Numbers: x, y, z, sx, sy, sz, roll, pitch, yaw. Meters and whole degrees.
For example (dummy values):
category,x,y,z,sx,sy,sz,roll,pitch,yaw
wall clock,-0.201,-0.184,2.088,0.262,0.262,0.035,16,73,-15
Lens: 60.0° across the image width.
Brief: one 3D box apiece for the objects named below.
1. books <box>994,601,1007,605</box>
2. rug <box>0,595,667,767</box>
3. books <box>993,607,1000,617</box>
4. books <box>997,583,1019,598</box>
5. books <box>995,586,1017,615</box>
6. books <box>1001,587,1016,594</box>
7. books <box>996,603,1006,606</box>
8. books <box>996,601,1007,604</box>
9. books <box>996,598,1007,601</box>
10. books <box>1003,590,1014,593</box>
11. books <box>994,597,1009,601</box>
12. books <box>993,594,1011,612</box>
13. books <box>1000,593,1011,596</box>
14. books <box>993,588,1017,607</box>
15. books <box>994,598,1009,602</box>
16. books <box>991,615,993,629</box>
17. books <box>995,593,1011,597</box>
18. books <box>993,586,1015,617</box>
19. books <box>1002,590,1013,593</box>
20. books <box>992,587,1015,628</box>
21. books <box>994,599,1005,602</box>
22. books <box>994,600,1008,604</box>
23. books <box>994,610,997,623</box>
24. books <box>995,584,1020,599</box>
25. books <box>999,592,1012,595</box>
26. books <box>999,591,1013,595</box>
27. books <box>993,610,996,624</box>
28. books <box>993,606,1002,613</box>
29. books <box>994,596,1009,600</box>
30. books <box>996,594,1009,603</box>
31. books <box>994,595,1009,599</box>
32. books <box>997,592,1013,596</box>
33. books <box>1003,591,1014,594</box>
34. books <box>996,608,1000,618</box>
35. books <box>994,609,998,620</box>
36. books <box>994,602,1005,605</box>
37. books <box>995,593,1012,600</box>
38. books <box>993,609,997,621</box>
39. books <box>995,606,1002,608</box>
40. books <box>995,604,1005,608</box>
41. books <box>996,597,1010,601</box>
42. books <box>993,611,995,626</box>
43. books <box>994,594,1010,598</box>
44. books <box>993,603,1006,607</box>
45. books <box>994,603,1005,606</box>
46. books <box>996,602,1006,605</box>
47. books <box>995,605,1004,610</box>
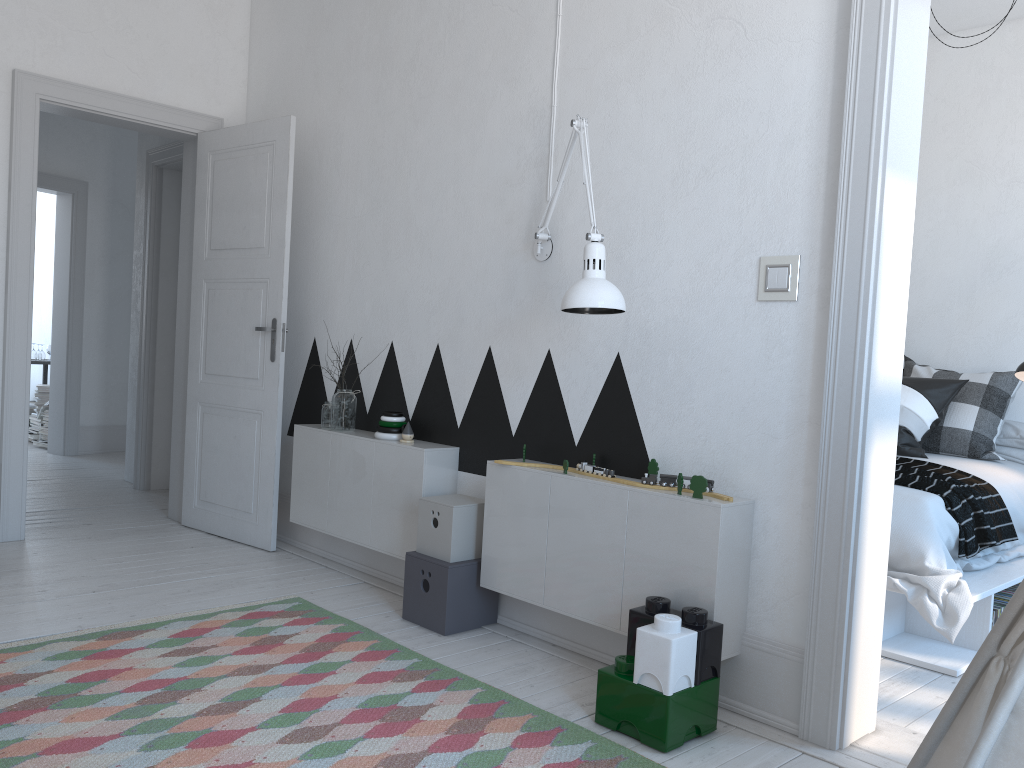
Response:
category,x,y,z,sx,sy,sz,roll,pitch,yaw
books,1.886,0.916,3.496,0.012,0.125,0.125,1,3,-44
rug,-0.640,0.891,2.339,1.320,0.016,2.028,1,3,-44
books,1.813,0.914,3.425,0.009,0.125,0.125,1,3,-44
books,2.099,0.922,3.703,0.368,0.126,0.125,1,3,-44
books,1.984,0.919,3.591,0.467,0.125,0.125,1,3,-44
books,2.141,0.923,3.744,0.297,0.126,0.125,1,3,-44
books,1.868,0.916,3.479,0.008,0.125,0.125,1,3,-44
books,1.894,0.916,3.504,0.010,0.125,0.125,1,3,-44
books,1.929,0.917,3.538,0.010,0.125,0.125,1,3,-44
books,2.058,0.920,3.663,0.012,0.125,0.125,1,3,-44
books,1.936,0.917,3.544,0.007,0.125,0.125,1,3,-44
books,1.908,0.917,3.518,0.211,0.125,0.125,1,3,-44
books,2.006,0.919,3.613,0.009,0.125,0.125,1,3,-44
books,1.976,0.918,3.584,0.369,0.125,0.125,1,3,-44
books,1.921,0.917,3.531,0.014,0.125,0.125,1,3,-44
books,1.748,0.913,3.363,0.016,0.125,0.125,1,3,-44
books,1.991,0.919,3.599,0.008,0.125,0.125,1,3,-44
books,1.972,0.918,3.580,0.483,0.125,0.125,1,3,-44
books,2.051,0.920,3.656,0.007,0.125,0.125,1,3,-44
books,1.945,0.918,3.553,0.516,0.125,0.125,1,3,-44
books,1.913,0.917,3.522,0.010,0.125,0.125,1,3,-44
books,1.899,0.917,3.509,0.009,0.125,0.125,1,3,-44
books,1.780,0.914,3.394,0.010,0.125,0.125,1,3,-44
books,2.091,0.922,3.695,0.359,0.126,0.125,1,3,-44
books,2.020,0.920,3.627,0.009,0.125,0.125,1,3,-44
books,2.028,0.920,3.634,0.016,0.125,0.125,1,3,-44
books,1.773,0.913,3.387,0.008,0.125,0.125,1,3,-44
books,1.824,0.915,3.437,0.008,0.125,0.125,1,3,-44
books,1.841,0.915,3.453,0.301,0.125,0.125,1,3,-44
books,1.946,0.918,3.555,0.119,0.125,0.125,1,3,-44
books,1.825,0.915,3.438,0.381,0.125,0.125,1,3,-44
books,2.013,0.919,3.620,0.011,0.125,0.125,1,3,-44
books,2.045,0.920,3.651,0.009,0.125,0.125,1,3,-44
books,1.808,0.914,3.420,0.009,0.125,0.125,1,3,-44
books,1.795,0.914,3.408,0.010,0.125,0.125,1,3,-44
books,1.873,0.916,3.484,0.008,0.125,0.125,1,3,-44
books,1.976,0.918,3.584,0.077,0.125,0.125,1,3,-44
books,1.788,0.914,3.401,0.010,0.125,0.125,1,3,-44
books,1.775,0.914,3.388,0.161,0.125,0.125,1,3,-44
books,1.852,0.915,3.463,0.007,0.125,0.125,1,3,-44
books,1.941,0.918,3.550,0.007,0.125,0.125,1,3,-44
books,1.768,0.913,3.382,0.008,0.125,0.125,1,3,-44
books,2.107,0.922,3.711,0.376,0.126,0.125,1,3,-44
books,1.857,0.916,3.469,0.007,0.125,0.125,1,3,-44
books,1.863,0.916,3.474,0.007,0.125,0.125,1,3,-44
books,1.878,0.916,3.489,0.008,0.125,0.125,1,3,-44
books,1.841,0.915,3.452,0.008,0.125,0.125,1,3,-44
